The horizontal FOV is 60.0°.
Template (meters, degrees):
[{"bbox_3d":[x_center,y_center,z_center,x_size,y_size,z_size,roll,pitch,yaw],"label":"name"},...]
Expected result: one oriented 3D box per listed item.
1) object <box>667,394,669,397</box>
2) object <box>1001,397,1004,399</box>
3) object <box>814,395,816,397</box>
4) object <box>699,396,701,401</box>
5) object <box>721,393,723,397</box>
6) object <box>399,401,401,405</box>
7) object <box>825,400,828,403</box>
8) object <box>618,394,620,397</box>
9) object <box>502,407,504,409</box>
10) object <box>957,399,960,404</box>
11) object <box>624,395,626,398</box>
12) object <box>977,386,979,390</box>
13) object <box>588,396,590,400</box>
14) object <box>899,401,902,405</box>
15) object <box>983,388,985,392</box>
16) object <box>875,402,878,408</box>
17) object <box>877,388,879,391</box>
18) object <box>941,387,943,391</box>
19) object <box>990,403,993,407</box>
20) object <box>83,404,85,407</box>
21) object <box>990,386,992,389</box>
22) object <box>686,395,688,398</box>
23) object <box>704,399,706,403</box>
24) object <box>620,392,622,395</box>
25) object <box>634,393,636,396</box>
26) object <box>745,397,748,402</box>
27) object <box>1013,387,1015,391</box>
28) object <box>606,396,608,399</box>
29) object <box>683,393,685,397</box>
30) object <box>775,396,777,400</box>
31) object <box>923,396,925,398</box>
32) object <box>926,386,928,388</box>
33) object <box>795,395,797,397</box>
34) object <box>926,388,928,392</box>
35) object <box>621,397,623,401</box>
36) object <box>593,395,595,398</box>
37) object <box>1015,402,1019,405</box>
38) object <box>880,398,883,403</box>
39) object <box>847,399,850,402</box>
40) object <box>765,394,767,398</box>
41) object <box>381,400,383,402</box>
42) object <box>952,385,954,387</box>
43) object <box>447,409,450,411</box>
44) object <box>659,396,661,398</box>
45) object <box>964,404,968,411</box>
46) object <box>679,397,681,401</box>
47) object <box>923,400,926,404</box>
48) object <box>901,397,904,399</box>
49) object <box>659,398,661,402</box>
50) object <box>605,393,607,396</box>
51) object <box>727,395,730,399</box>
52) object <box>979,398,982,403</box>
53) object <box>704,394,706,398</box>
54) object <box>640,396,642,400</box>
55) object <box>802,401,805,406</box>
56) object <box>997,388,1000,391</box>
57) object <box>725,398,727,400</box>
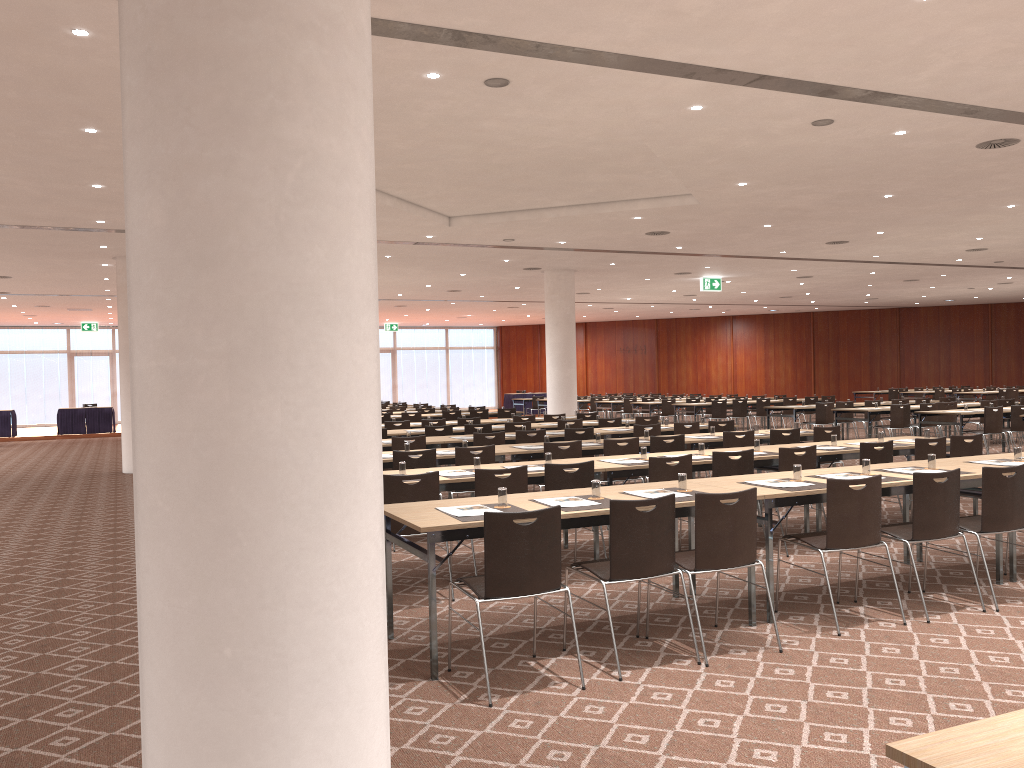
[{"bbox_3d":[5.080,0.372,28.935,0.054,0.114,0.054,-1,1,32],"label":"object"},{"bbox_3d":[10.351,0.327,18.700,0.054,0.114,0.054,-1,1,32],"label":"object"},{"bbox_3d":[8.102,0.341,23.716,0.054,0.114,0.054,-1,1,10],"label":"object"},{"bbox_3d":[5.224,0.402,24.635,0.054,0.114,0.054,-1,1,32],"label":"object"},{"bbox_3d":[6.494,0.351,27.382,0.054,0.114,0.054,-1,1,32],"label":"object"},{"bbox_3d":[-3.464,0.589,27.346,0.054,0.114,0.054,-1,1,32],"label":"object"},{"bbox_3d":[6.866,0.405,19.340,0.054,0.114,0.054,-2,1,-35],"label":"object"},{"bbox_3d":[3.680,0.393,30.503,0.054,0.114,0.054,-1,1,32],"label":"object"},{"bbox_3d":[-0.202,0.568,20.026,0.054,0.114,0.054,-1,1,32],"label":"object"},{"bbox_3d":[9.155,0.359,18.173,0.054,0.114,0.054,-1,1,32],"label":"object"},{"bbox_3d":[3.598,0.413,28.283,0.054,0.114,0.054,-2,1,-35],"label":"object"},{"bbox_3d":[15.277,0.128,29.094,0.054,0.114,0.054,-1,1,32],"label":"object"},{"bbox_3d":[2.415,0.445,27.758,0.054,0.114,0.054,-2,1,-35],"label":"object"},{"bbox_3d":[7.676,0.400,17.523,0.054,0.114,0.054,-2,1,-35],"label":"object"},{"bbox_3d":[14.024,0.179,26.349,0.054,0.114,0.054,-1,1,10],"label":"object"},{"bbox_3d":[7.089,0.416,17.248,0.054,0.114,0.054,-2,1,-35],"label":"object"},{"bbox_3d":[12.392,0.189,30.003,0.054,0.114,0.054,-1,1,32],"label":"object"},{"bbox_3d":[13.793,0.168,28.443,0.054,0.114,0.054,-1,1,10],"label":"object"},{"bbox_3d":[8.481,0.395,15.685,0.054,0.114,0.054,-2,1,-13],"label":"object"},{"bbox_3d":[-13.814,0.698,28.599,0.054,0.114,0.054,-2,1,-13],"label":"object"},{"bbox_3d":[15.872,0.111,29.360,0.054,0.114,0.054,-1,1,32],"label":"object"},{"bbox_3d":[5.293,0.383,26.849,0.054,0.114,0.054,-1,1,32],"label":"object"},{"bbox_3d":[4.847,0.430,22.277,0.054,0.114,0.054,-1,1,32],"label":"object"},{"bbox_3d":[4.046,0.366,32.864,0.054,0.114,0.054,-1,1,32],"label":"object"},{"bbox_3d":[4.268,0.377,30.770,0.054,0.114,0.054,-1,1,32],"label":"object"},{"bbox_3d":[6.030,0.398,22.812,0.054,0.114,0.054,-1,1,32],"label":"object"},{"bbox_3d":[15.200,0.147,26.871,0.054,0.114,0.054,-1,1,10],"label":"object"},{"bbox_3d":[3.013,0.429,28.023,0.054,0.114,0.054,-2,1,-35],"label":"object"},{"bbox_3d":[5.676,0.356,29.209,0.054,0.114,0.054,-1,1,32],"label":"object"},{"bbox_3d":[6.919,0.373,23.207,0.054,0.114,0.054,-1,1,10],"label":"object"},{"bbox_3d":[9.537,0.332,20.527,0.054,0.114,0.054,-1,1,10],"label":"object"},{"bbox_3d":[14.470,0.132,30.931,0.054,0.114,0.054,-1,1,10],"label":"object"},{"bbox_3d":[7.515,0.357,23.469,0.054,0.114,0.054,-1,1,10],"label":"object"},{"bbox_3d":[13.205,0.184,28.185,0.054,0.114,0.054,-1,1,10],"label":"object"},{"bbox_3d":[3.227,0.440,25.927,0.054,0.114,0.054,-2,1,-35],"label":"object"},{"bbox_3d":[2.782,0.418,30.118,0.054,0.114,0.054,-2,1,-35],"label":"object"},{"bbox_3d":[9.074,0.379,15.940,0.054,0.114,0.054,-2,1,-13],"label":"object"},{"bbox_3d":[8.336,0.365,20.000,0.054,0.114,0.054,-1,1,10],"label":"object"},{"bbox_3d":[7.446,0.389,19.610,0.054,0.114,0.054,-2,1,-35],"label":"object"},{"bbox_3d":[7.308,0.346,25.549,0.054,0.114,0.054,-1,1,10],"label":"object"},{"bbox_3d":[-4.282,0.594,29.165,0.054,0.114,0.054,-1,1,32],"label":"object"},{"bbox_3d":[15.648,0.100,31.449,0.054,0.114,0.054,-1,1,10],"label":"object"},{"bbox_3d":[-1.394,0.601,19.508,0.054,0.114,0.054,-1,1,10],"label":"object"},{"bbox_3d":[4.419,0.407,26.461,0.054,0.114,0.054,-2,1,-35],"label":"object"},{"bbox_3d":[7.893,0.411,15.417,0.054,0.114,0.054,-2,1,-13],"label":"object"},{"bbox_3d":[4.629,0.419,24.373,0.054,0.114,0.054,-1,1,32],"label":"object"},{"bbox_3d":[8.270,0.384,17.777,0.054,0.114,0.054,-2,1,-35],"label":"object"},{"bbox_3d":[8.929,0.348,20.260,0.054,0.114,0.054,-1,1,10],"label":"object"},{"bbox_3d":[4.028,0.435,24.103,0.054,0.114,0.054,-1,1,32],"label":"object"},{"bbox_3d":[3.460,0.382,32.600,0.054,0.114,0.054,-1,1,32],"label":"object"},{"bbox_3d":[6.113,0.378,25.036,0.054,0.114,0.054,-1,1,10],"label":"object"},{"bbox_3d":[9.741,0.343,18.436,0.054,0.114,0.054,-1,1,32],"label":"object"},{"bbox_3d":[5.887,0.367,27.106,0.054,0.114,0.054,-1,1,32],"label":"object"},{"bbox_3d":[3.821,0.424,26.201,0.054,0.114,0.054,-2,1,-35],"label":"object"},{"bbox_3d":[6.272,0.421,19.090,0.054,0.114,0.054,-2,1,-35],"label":"object"},{"bbox_3d":[14.605,0.163,26.621,0.054,0.114,0.054,-1,1,10],"label":"object"},{"bbox_3d":[5.440,0.414,22.537,0.054,0.114,0.054,-1,1,32],"label":"object"}]
